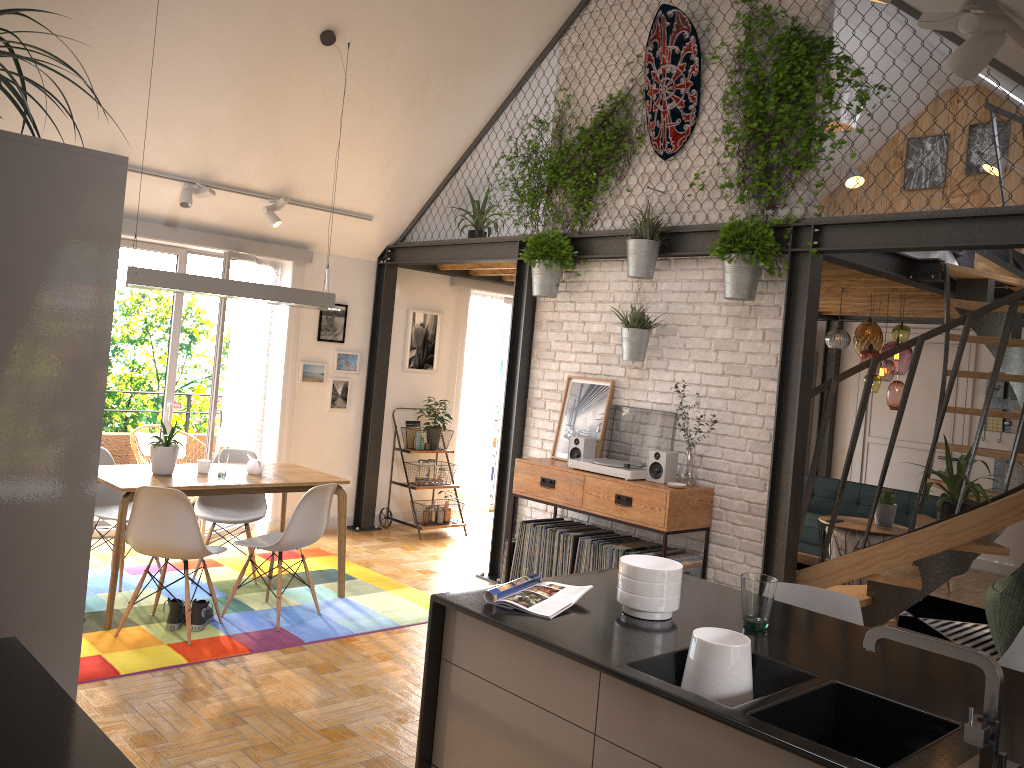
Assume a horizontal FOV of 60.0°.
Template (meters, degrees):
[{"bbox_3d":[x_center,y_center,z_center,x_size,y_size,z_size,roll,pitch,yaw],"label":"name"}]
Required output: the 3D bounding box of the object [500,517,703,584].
[{"bbox_3d":[0.517,1.224,5.576,0.404,0.574,1.316,5,1,-43],"label":"object"}]

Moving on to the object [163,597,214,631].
[{"bbox_3d":[-1.761,1.232,4.854,0.259,0.156,0.301,5,1,-8],"label":"object"}]

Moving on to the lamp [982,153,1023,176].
[{"bbox_3d":[4.790,-1.717,8.228,0.850,0.814,0.194,5,-1,4],"label":"lamp"}]

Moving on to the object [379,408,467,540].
[{"bbox_3d":[-0.753,0.786,8.011,0.577,1.079,0.632,5,0,-43],"label":"object"}]

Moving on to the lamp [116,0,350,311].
[{"bbox_3d":[-1.622,-1.423,5.458,1.343,1.820,0.269,5,-1,-43],"label":"lamp"}]

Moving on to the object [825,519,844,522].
[{"bbox_3d":[2.450,1.037,6.729,0.207,0.013,0.051,4,2,-43],"label":"object"}]

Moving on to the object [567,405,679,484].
[{"bbox_3d":[0.687,0.353,5.534,0.414,0.415,0.788,5,1,-43],"label":"object"}]

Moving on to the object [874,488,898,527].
[{"bbox_3d":[2.838,0.932,6.734,0.190,0.295,0.172,5,0,21],"label":"object"}]

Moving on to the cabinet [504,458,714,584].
[{"bbox_3d":[0.554,1.033,5.538,0.455,0.964,1.267,5,0,-43],"label":"cabinet"}]

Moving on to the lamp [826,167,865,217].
[{"bbox_3d":[3.551,-1.866,9.561,0.194,0.814,0.850,5,0,0],"label":"lamp"}]

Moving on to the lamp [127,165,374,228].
[{"bbox_3d":[-2.427,-1.358,6.193,3.483,0.262,0.208,4,1,-42],"label":"lamp"}]

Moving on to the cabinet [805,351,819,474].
[{"bbox_3d":[2.685,0.567,10.319,0.807,2.003,1.509,6,0,-43],"label":"cabinet"}]

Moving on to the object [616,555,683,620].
[{"bbox_3d":[0.397,0.589,2.564,0.181,0.147,0.181,6,1,45],"label":"object"}]

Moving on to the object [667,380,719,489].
[{"bbox_3d":[1.011,0.288,5.229,0.290,0.621,0.296,5,0,-28],"label":"object"}]

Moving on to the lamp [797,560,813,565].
[{"bbox_3d":[2.541,0.759,8.179,0.570,1.719,2.363,6,0,-35],"label":"lamp"}]

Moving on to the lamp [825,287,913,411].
[{"bbox_3d":[2.809,-0.320,6.912,0.618,1.014,0.490,5,0,-3],"label":"lamp"}]

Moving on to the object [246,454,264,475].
[{"bbox_3d":[-1.612,0.509,5.560,0.107,0.106,0.178,5,1,-16],"label":"object"}]

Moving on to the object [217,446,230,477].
[{"bbox_3d":[-1.734,0.465,5.318,0.062,0.184,0.062,5,-1,11],"label":"object"}]

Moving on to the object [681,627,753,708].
[{"bbox_3d":[0.501,0.730,2.159,0.190,0.232,0.190,5,0,9],"label":"object"}]

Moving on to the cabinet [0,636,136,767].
[{"bbox_3d":[-0.260,0.874,0.546,0.622,0.916,3.096,5,1,-43],"label":"cabinet"}]

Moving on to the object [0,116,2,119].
[{"bbox_3d":[-1.789,-0.863,2.756,0.363,0.470,0.397,5,0,-31],"label":"object"}]

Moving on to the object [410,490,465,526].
[{"bbox_3d":[-0.654,1.093,7.868,0.438,0.290,0.277,4,1,-43],"label":"object"}]

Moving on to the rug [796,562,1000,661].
[{"bbox_3d":[2.359,1.637,7.121,1.697,0.010,3.507,4,2,-43],"label":"rug"}]

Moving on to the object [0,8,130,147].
[{"bbox_3d":[-1.404,-0.869,2.165,0.920,0.584,1.019,5,1,-25],"label":"object"}]

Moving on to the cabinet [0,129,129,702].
[{"bbox_3d":[-2.006,0.361,2.624,0.823,2.003,2.255,6,0,-43],"label":"cabinet"}]

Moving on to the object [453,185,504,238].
[{"bbox_3d":[-0.286,-1.426,7.583,0.529,0.592,0.456,5,0,29],"label":"object"}]

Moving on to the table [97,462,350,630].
[{"bbox_3d":[-1.839,0.924,5.419,1.463,0.755,0.852,4,1,-43],"label":"table"}]

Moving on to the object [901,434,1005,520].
[{"bbox_3d":[2.384,0.518,4.784,0.529,0.592,0.456,5,0,34],"label":"object"}]

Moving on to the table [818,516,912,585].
[{"bbox_3d":[2.657,1.329,6.721,0.681,0.686,0.681,5,0,-4],"label":"table"}]

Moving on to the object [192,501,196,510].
[{"bbox_3d":[-2.860,1.063,7.999,0.284,0.163,0.164,5,1,-33],"label":"object"}]

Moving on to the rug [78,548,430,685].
[{"bbox_3d":[-1.868,1.295,5.304,2.777,0.024,1.941,4,2,-43],"label":"rug"}]

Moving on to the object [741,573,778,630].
[{"bbox_3d":[0.698,0.621,2.523,0.104,0.141,0.103,5,0,37],"label":"object"}]

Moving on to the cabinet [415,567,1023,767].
[{"bbox_3d":[0.923,1.078,2.005,0.998,1.136,2.441,5,1,-43],"label":"cabinet"}]

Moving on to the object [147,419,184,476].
[{"bbox_3d":[-2.043,0.368,5.210,0.213,0.330,0.234,5,0,-37],"label":"object"}]

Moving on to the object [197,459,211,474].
[{"bbox_3d":[-1.879,0.504,5.398,0.078,0.077,0.077,5,0,-25],"label":"object"}]
